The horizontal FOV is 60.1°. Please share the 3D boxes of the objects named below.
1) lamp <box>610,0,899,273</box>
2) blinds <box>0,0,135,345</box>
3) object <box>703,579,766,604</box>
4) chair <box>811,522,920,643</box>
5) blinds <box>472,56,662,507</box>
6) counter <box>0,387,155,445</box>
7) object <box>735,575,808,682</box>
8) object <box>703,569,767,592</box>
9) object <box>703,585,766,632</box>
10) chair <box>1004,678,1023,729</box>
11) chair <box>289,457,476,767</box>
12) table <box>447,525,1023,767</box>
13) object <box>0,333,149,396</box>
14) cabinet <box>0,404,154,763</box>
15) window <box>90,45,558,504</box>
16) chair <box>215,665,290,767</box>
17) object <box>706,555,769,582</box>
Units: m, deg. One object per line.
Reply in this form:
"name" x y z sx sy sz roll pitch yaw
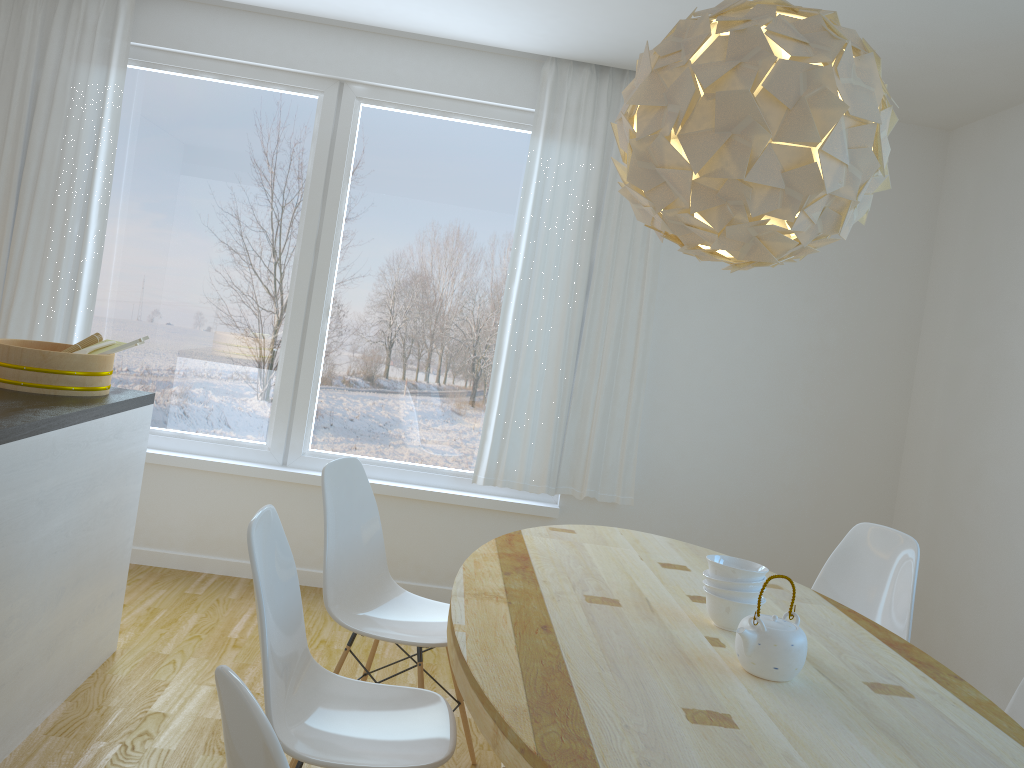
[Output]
"lamp" 0.599 -0.817 2.089 0.646 1.135 0.640 8 1 -5
"blinds" -2.272 -0.908 4.106 0.794 2.160 0.150 8 0 -4
"object" 0.541 0.532 2.176 0.152 0.093 0.151 10 3 35
"chair" 0.981 0.902 2.857 0.521 0.901 0.432 8 1 -29
"blinds" 0.358 -0.525 4.285 0.794 2.160 0.150 8 0 -3
"counter" -1.523 0.092 2.020 0.600 0.040 2.406 8 3 -4
"object" 0.543 0.508 1.883 0.177 0.211 0.147 8 1 -5
"object" 0.541 0.507 2.176 0.151 0.095 0.152 9 2 13
"object" 0.540 0.555 2.174 0.152 0.082 0.151 10 3 35
"chair" 1.152 0.971 2.114 0.523 0.901 0.430 8 0 -4
"chair" -0.350 0.714 2.666 0.524 0.901 0.429 9 0 16
"table" 0.395 0.948 2.074 1.192 0.725 2.195 8 3 -6
"object" -1.531 -0.094 2.998 0.380 0.214 0.428 10 3 24
"cabinet" -1.593 0.561 2.018 0.600 0.909 2.406 8 3 -4
"window" -0.980 -0.547 4.390 2.724 1.918 0.088 8 0 -4
"chair" -0.170 0.828 1.183 0.521 0.901 0.432 8 1 -34
"object" 0.548 0.480 2.178 0.152 0.087 0.151 10 3 24
